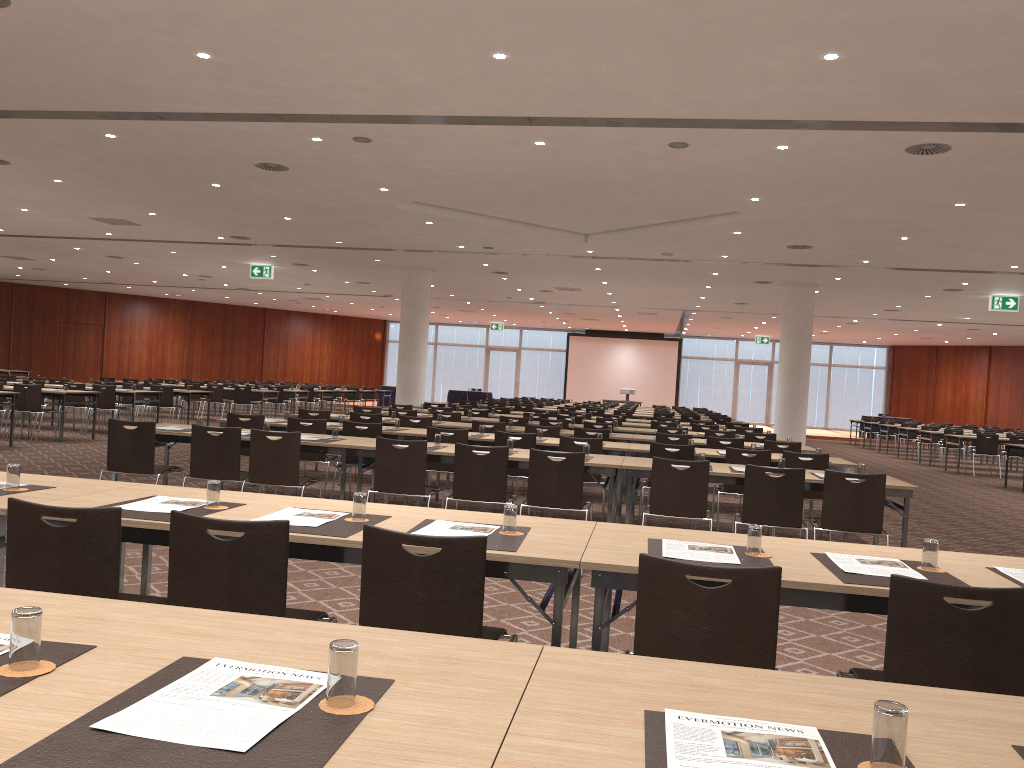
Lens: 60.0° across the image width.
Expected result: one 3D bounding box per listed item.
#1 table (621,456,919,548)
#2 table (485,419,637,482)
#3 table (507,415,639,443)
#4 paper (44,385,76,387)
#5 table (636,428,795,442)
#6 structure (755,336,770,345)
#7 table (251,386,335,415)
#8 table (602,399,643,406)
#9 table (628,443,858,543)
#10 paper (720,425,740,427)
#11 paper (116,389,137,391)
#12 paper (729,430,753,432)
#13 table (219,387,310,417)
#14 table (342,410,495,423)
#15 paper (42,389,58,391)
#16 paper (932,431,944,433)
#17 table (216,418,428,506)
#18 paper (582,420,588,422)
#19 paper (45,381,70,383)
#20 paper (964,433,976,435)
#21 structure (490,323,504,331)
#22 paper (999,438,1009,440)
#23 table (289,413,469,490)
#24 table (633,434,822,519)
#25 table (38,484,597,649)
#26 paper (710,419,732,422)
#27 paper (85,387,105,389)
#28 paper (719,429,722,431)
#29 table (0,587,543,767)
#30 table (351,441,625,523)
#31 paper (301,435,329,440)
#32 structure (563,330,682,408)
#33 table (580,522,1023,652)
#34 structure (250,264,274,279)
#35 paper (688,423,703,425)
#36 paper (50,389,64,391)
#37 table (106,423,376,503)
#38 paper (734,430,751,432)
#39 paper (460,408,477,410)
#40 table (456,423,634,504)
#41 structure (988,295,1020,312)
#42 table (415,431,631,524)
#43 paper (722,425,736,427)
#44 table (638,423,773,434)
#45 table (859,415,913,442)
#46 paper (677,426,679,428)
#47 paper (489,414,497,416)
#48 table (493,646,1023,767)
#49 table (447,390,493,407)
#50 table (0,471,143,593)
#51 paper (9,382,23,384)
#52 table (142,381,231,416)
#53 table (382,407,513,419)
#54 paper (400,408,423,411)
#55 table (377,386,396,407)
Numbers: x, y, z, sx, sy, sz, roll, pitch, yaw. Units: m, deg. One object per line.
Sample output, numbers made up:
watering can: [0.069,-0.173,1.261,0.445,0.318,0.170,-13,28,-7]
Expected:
table: [2.049,1.140,7.436,2.267,0.833,0.953,3,0,9]
table: [0.759,1.040,13.718,2.267,0.833,0.953,3,0,9]
table: [1.075,1.053,15.693,2.267,0.833,0.953,3,0,9]
paper: [-8.672,0.042,17.073,0.460,0.003,0.565,3,0,10]
table: [2.996,1.176,13.361,2.267,0.833,0.953,3,0,9]
structure: [10.683,-1.866,37.864,0.587,0.346,0.105,4,1,9]
table: [-6.559,0.555,26.532,2.267,0.833,0.953,3,0,9]
table: [4.227,1.056,34.165,1.539,0.832,0.953,3,0,9]
table: [2.365,1.152,9.411,2.267,0.833,0.953,3,0,9]
paper: [4.251,0.820,17.073,0.460,0.003,0.565,3,0,10]
paper: [-7.420,0.118,16.914,0.460,0.003,0.565,3,0,8]
paper: [3.934,0.808,15.059,0.460,0.003,0.565,3,0,10]
table: [-6.875,0.543,24.557,2.267,0.833,0.953,3,0,9]
table: [-1.478,0.904,14.075,2.267,0.833,0.953,3,0,9]
paper: [-7.742,0.106,14.929,0.460,0.003,0.565,3,0,8]
paper: [10.577,1.185,21.610,0.460,0.003,0.565,3,0,7]
table: [-2.110,0.880,10.125,2.267,0.833,0.953,3,0,9]
paper: [1.075,0.635,15.525,0.460,0.003,0.565,3,0,11]
paper: [-9.960,-0.043,19.320,0.460,0.003,0.565,3,0,10]
paper: [11.206,1.219,21.590,0.283,0.006,0.398,3,0,6]
structure: [-0.668,-2.556,39.676,0.587,0.346,0.105,4,1,9]
paper: [10.940,1.214,19.541,0.460,0.003,0.565,3,0,7]
table: [-1.794,0.892,12.100,2.267,0.833,0.953,3,0,9]
table: [2.681,1.164,11.386,2.267,0.833,0.953,3,0,9]
table: [-0.827,0.979,3.800,2.267,0.833,0.953,3,0,9]
paper: [4.823,0.843,20.515,0.460,0.003,0.565,3,0,6]
paper: [-8.079,0.078,17.011,0.460,0.003,0.565,3,0,7]
paper: [3.340,0.772,15.196,0.460,0.003,0.565,3,0,8]
table: [-1.143,0.967,1.825,2.267,0.833,0.953,3,0,9]
table: [-0.188,1.004,7.793,2.267,0.833,0.953,3,0,9]
paper: [-1.824,0.482,7.977,0.283,0.006,0.398,3,0,11]
structure: [4.998,-0.632,40.241,5.158,3.526,0.395,4,1,9]
table: [1.410,1.115,3.443,2.267,0.833,0.953,3,0,9]
structure: [-6.321,-2.836,22.413,0.587,0.346,0.105,4,1,9]
paper: [3.570,0.775,17.246,0.283,0.006,0.398,3,0,12]
paper: [-7.758,0.101,14.969,0.283,0.006,0.398,3,0,8]
table: [-2.426,0.868,8.150,2.267,0.833,0.953,3,0,9]
paper: [3.941,0.804,15.150,0.283,0.006,0.398,3,0,11]
paper: [-0.864,0.510,17.882,0.460,0.003,0.565,3,0,8]
table: [0.443,1.028,11.743,2.267,0.833,0.953,3,0,9]
structure: [10.909,-1.789,19.662,0.587,0.346,0.105,4,1,9]
table: [0.127,1.016,9.768,2.267,0.833,0.953,3,0,9]
paper: [4.220,0.814,17.113,0.283,0.006,0.398,3,0,7]
table: [3.312,1.188,15.335,2.267,0.833,0.953,3,0,9]
table: [13.773,1.636,32.624,1.712,0.832,1.041,3,0,9]
paper: [2.678,0.732,15.273,0.460,0.003,0.565,3,0,8]
paper: [-0.536,0.537,15.790,0.460,0.003,0.565,3,0,6]
table: [1.095,1.103,1.468,2.267,0.833,0.953,3,0,9]
table: [-1.672,0.697,35.090,1.712,0.832,1.041,3,0,9]
table: [-3.064,0.844,4.158,2.267,0.833,0.953,3,0,9]
paper: [-9.641,-0.016,17.267,0.460,0.003,0.565,3,0,12]
table: [-9.112,0.407,24.914,2.267,0.833,0.953,3,0,9]
table: [-1.163,0.917,16.050,2.267,0.833,0.953,3,0,9]
paper: [-1.809,0.459,16.021,0.460,0.003,0.565,3,0,8]
table: [-4.476,0.527,35.537,1.712,0.832,1.041,3,0,9]
